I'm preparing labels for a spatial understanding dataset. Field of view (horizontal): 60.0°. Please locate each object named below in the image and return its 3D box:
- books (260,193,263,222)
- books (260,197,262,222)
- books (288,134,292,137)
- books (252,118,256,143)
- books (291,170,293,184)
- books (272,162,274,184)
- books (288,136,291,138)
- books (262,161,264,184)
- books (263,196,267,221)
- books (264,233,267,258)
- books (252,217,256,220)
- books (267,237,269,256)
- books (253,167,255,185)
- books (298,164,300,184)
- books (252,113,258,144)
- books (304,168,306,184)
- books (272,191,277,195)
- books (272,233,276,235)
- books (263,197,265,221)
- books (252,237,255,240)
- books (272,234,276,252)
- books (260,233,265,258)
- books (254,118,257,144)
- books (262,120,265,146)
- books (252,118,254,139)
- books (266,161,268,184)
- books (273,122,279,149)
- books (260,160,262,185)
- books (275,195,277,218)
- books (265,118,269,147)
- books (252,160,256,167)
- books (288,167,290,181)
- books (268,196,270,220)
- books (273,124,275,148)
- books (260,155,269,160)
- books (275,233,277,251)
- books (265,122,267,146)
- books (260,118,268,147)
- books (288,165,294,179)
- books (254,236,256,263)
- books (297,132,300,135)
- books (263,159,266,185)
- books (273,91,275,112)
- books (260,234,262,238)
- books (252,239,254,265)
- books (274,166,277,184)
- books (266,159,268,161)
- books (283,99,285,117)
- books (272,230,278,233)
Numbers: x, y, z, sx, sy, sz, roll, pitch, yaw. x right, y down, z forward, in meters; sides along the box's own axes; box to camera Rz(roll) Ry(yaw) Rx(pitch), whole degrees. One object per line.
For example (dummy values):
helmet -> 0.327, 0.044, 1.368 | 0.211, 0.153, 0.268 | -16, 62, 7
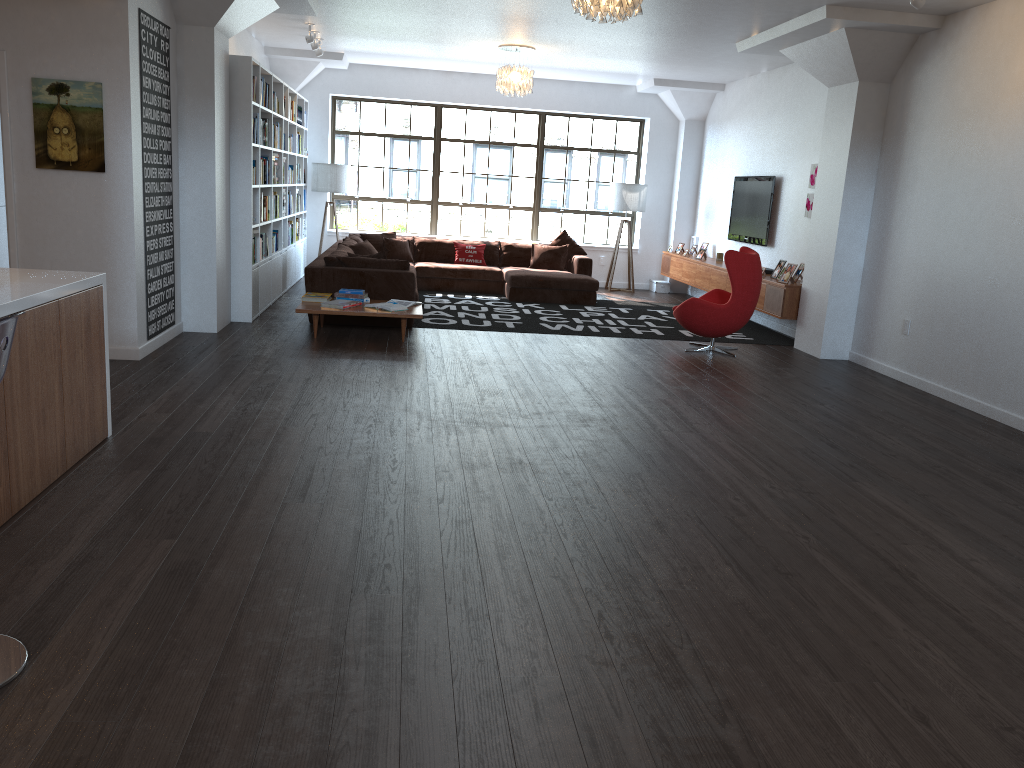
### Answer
books -> -2.629, -1.806, 9.038 | 0.176, 0.290, 0.053 | 2, 13, -7
books -> -2.618, -1.766, 8.963 | 0.171, 0.246, 0.057 | 2, 13, -7
books -> -2.836, -3.028, 11.153 | 0.140, 0.231, 0.042 | 2, 13, -7
books -> -2.503, -2.380, 8.321 | 0.172, 0.235, 0.112 | 2, 13, -7
books -> -2.835, -2.619, 11.213 | 0.120, 0.167, 0.020 | 2, 13, -7
books -> -2.664, -2.281, 9.563 | 0.174, 0.240, 0.054 | 2, 13, -7
books -> -2.824, -2.987, 11.046 | 0.127, 0.200, 0.020 | 2, 13, -7
books -> -2.609, -2.148, 9.000 | 0.167, 0.230, 0.037 | 2, 13, -7
books -> -2.649, -1.834, 9.245 | 0.183, 0.253, 0.034 | 2, 13, -7
books -> -2.669, -1.459, 9.300 | 0.183, 0.253, 0.042 | 2, 13, -7
books -> -2.591, -1.584, 8.480 | 0.197, 0.033, 0.284 | -4, 15, -31
books -> -2.679, -1.468, 9.448 | 0.161, 0.207, 0.135 | 2, 13, -7
books -> -2.526, -1.996, 8.490 | 0.120, 0.167, 0.020 | 2, 13, -7
books -> -2.930, -2.813, 11.858 | 0.183, 0.253, 0.042 | 2, 13, -7
books -> -2.514, -2.443, 8.472 | 0.176, 0.290, 0.053 | 2, 13, -7
books -> -2.987, -2.919, 12.410 | 0.182, 0.215, 0.188 | 2, 13, -7
books -> -2.724, -2.009, 9.926 | 0.176, 0.290, 0.036 | 2, 13, -7
books -> -2.756, -1.610, 10.072 | 0.146, 0.202, 0.027 | 2, 13, -7
books -> -2.638, -1.813, 9.166 | 0.171, 0.246, 0.057 | 2, 13, -7
books -> -2.598, -1.308, 8.640 | 0.183, 0.253, 0.042 | 2, 13, -7
books -> -2.747, -1.597, 10.043 | 0.139, 0.191, 0.036 | 2, 13, -7
books -> -2.665, -1.443, 9.215 | 0.180, 0.259, 0.042 | 2, 13, -7
books -> -2.516, -2.403, 8.401 | 0.174, 0.242, 0.105 | 2, 13, -7
books -> -2.597, -2.539, 8.968 | 0.183, 0.253, 0.042 | 2, 13, -7
books -> -2.502, -2.372, 8.290 | 0.152, 0.232, 0.104 | 2, 13, -7
books -> -2.617, -2.190, 9.166 | 0.174, 0.239, 0.045 | 2, 13, -7
books -> -2.691, -2.767, 9.882 | 0.176, 0.290, 0.053 | 2, 13, -7
books -> -2.581, -2.113, 8.827 | 0.174, 0.239, 0.045 | 2, 13, -7
books -> -2.712, -1.983, 9.897 | 0.183, 0.253, 0.034 | 2, 13, -7
books -> -2.618, -2.619, 9.235 | 0.176, 0.291, 0.053 | 2, 13, -7
books -> -2.544, -2.047, 8.565 | 0.140, 0.231, 0.042 | 2, 13, -7
books -> -2.815, -2.576, 10.932 | 0.140, 0.206, 0.042 | 2, 13, -7
books -> -2.664, -1.872, 9.410 | 0.183, 0.253, 0.034 | 2, 13, -7
books -> -2.650, -2.677, 9.572 | 0.182, 0.253, 0.034 | 2, 13, -7
books -> -2.637, -2.245, 9.292 | 0.176, 0.294, 0.102 | 2, 13, -7
books -> -2.750, -1.616, 10.100 | 0.146, 0.202, 0.027 | 2, 13, -7
books -> -2.600, -2.557, 9.079 | 0.174, 0.240, 0.054 | 2, 13, -7
books -> -2.629, -2.605, 9.183 | 0.198, 0.284, 0.049 | 2, 13, -7
books -> -2.853, -2.670, 11.287 | 0.140, 0.231, 0.042 | 2, 13, -7
books -> -2.606, -1.326, 8.720 | 0.180, 0.251, 0.048 | 2, 13, -7
books -> -2.899, -3.187, 11.721 | 0.176, 0.290, 0.036 | 2, 13, -7
books -> -2.607, -2.174, 9.067 | 0.182, 0.253, 0.034 | 2, 13, -7
books -> -2.645, -3.055, 9.613 | 0.140, 0.231, 0.042 | 2, 13, -7
books -> -2.646, -1.408, 9.068 | 0.183, 0.253, 0.042 | 2, 13, -7
books -> -2.576, -1.277, 8.534 | 0.174, 0.240, 0.054 | 2, 13, -7
books -> -2.690, -2.316, 9.793 | 0.161, 0.207, 0.135 | 2, 13, -7
books -> -2.627, -2.205, 9.202 | 0.182, 0.253, 0.034 | 2, 13, -7
books -> -2.710, -3.181, 10.223 | 0.161, 0.207, 0.130 | 2, 13, -8
books -> -2.776, -1.667, 10.257 | 0.140, 0.231, 0.042 | 2, 13, -7
